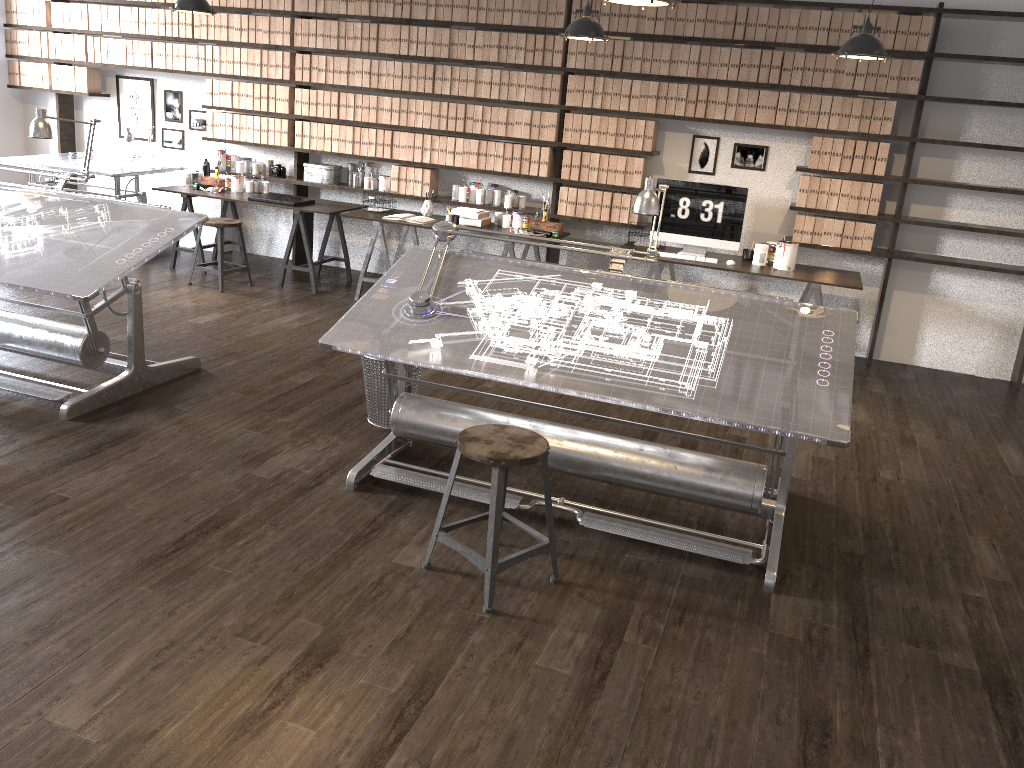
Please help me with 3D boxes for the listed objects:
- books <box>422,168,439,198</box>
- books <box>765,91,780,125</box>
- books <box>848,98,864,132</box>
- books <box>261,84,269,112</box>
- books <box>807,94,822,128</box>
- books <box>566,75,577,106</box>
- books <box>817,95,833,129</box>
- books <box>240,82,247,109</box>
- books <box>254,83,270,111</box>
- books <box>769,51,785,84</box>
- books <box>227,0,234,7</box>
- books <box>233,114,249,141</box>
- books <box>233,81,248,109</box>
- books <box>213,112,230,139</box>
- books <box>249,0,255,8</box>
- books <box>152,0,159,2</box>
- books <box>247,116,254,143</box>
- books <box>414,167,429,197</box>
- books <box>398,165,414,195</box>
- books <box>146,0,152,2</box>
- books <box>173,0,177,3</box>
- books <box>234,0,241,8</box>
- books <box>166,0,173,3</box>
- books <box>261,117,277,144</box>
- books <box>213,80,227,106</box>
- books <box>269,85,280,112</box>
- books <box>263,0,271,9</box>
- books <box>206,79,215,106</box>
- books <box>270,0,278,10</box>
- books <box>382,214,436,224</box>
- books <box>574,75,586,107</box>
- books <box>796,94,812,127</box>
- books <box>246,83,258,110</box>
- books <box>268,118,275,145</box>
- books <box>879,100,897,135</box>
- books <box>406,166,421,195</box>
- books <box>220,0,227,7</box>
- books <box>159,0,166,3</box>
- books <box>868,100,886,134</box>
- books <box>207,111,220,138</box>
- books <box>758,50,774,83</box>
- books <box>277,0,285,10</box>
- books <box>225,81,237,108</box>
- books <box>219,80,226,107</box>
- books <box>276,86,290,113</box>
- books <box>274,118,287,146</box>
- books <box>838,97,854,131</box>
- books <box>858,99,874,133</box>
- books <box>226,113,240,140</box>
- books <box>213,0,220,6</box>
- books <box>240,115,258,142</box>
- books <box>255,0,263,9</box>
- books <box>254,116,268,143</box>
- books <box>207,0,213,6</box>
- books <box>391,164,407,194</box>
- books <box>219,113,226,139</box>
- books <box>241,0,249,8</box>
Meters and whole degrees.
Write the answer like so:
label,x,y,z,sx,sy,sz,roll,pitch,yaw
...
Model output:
label,x,y,z,sx,sy,sz,roll,pitch,yaw
books,-0.669,-1.655,7.281,0.067,0.222,0.176,10,17,17
books,1.850,-1.958,6.285,0.067,0.223,0.176,10,17,17
books,2.374,-1.858,6.120,0.067,0.223,0.176,10,17,17
books,-2.073,-2.448,7.589,0.067,0.223,0.176,10,17,17
books,2.119,-1.908,6.205,0.067,0.222,0.176,10,17,17
books,0.474,-2.225,6.723,0.067,0.222,0.176,10,17,17
books,2.184,-1.895,6.181,0.067,0.223,0.176,10,17,17
books,-2.276,-2.489,7.658,0.067,0.222,0.176,10,17,17
books,-2.142,-2.463,7.616,0.067,0.222,0.176,10,17,17
books,1.860,-2.216,6.219,0.067,0.223,0.176,10,17,17
books,-2.324,-3.290,7.480,0.067,0.222,0.176,10,17,17
books,-2.357,-2.243,7.747,0.067,0.222,0.176,10,17,17
books,-2.343,-2.501,7.679,0.067,0.222,0.176,10,17,17
books,-2.550,-2.280,7.807,0.067,0.222,0.176,10,17,17
books,-2.125,-3.250,7.409,0.067,0.223,0.176,10,17,17
books,-3.050,-3.430,7.708,0.067,0.222,0.176,10,17,17
books,-2.226,-2.217,7.703,0.067,0.222,0.176,10,17,17
books,-0.737,-1.666,7.297,0.067,0.222,0.176,10,17,17
books,-0.869,-1.693,7.343,0.067,0.222,0.176,10,17,17
books,-3.112,-3.441,7.725,0.067,0.222,0.176,10,17,17
books,-2.844,-3.389,7.638,0.067,0.222,0.176,10,17,17
books,-2.260,-3.277,7.455,0.067,0.222,0.176,10,17,17
books,-2.910,-3.403,7.664,0.067,0.222,0.176,10,17,17
books,-2.091,-2.190,7.657,0.067,0.223,0.176,10,17,17
books,-2.529,-2.536,7.735,0.067,0.222,0.176,10,17,17
books,-2.002,-2.436,7.572,0.067,0.222,0.176,10,17,17
books,-1.993,-3.226,7.373,0.067,0.222,0.176,10,17,17
books,-2.597,-2.549,7.755,0.067,0.223,0.176,10,17,17
books,-1.927,-3.214,7.354,0.067,0.222,0.176,10,17,17
books,-0.791,-1.286,6.863,0.355,0.029,0.259,11,19,17
books,0.531,-2.212,6.701,0.067,0.223,0.176,10,17,17
books,2.054,-1.922,6.228,0.067,0.222,0.176,10,17,17
books,-2.210,-2.475,7.633,0.067,0.222,0.176,10,17,17
books,-2.030,-2.180,7.643,0.067,0.222,0.176,10,17,17
books,2.571,-1.820,6.059,0.067,0.222,0.176,10,17,17
books,-0.803,-1.680,7.322,0.067,0.222,0.176,10,17,17
books,-2.390,-3.303,7.499,0.067,0.222,0.176,10,17,17
books,-2.982,-3.415,7.681,0.067,0.223,0.176,10,17,17
books,2.506,-1.834,6.084,0.067,0.222,0.176,10,17,17
books,-2.614,-2.291,7.823,0.067,0.223,0.176,10,17,17
books,1.792,-2.231,6.246,0.067,0.222,0.176,10,17,17
books,-1.863,-3.200,7.330,0.067,0.222,0.176,10,17,17
books,-2.408,-2.512,7.694,0.067,0.223,0.176,10,17,17
books,-2.469,-2.525,7.718,0.067,0.222,0.176,10,17,17
books,-1.931,-2.422,7.547,0.067,0.222,0.176,10,17,17
books,-1.968,-2.169,7.625,0.067,0.222,0.176,10,17,17
books,2.312,-1.871,6.144,0.067,0.222,0.176,10,17,17
books,2.439,-1.847,6.105,0.067,0.222,0.176,10,17,17
books,-2.424,-2.255,7.764,0.067,0.223,0.176,10,17,17
books,-2.458,-3.314,7.516,0.067,0.223,0.176,10,17,17
books,-2.290,-2.231,7.728,0.067,0.222,0.176,10,17,17
books,-2.064,-3.239,7.394,0.067,0.222,0.176,10,17,17
books,-2.159,-2.203,7.679,0.067,0.222,0.176,10,17,17
books,-2.525,-3.328,7.539,0.067,0.222,0.176,10,17,17
books,-0.935,-1.704,7.358,0.067,0.223,0.176,10,17,17
books,-2.492,-2.268,7.787,0.067,0.222,0.176,10,17,17
books,-2.193,-3.263,7.431,0.067,0.222,0.176,10,17,17
